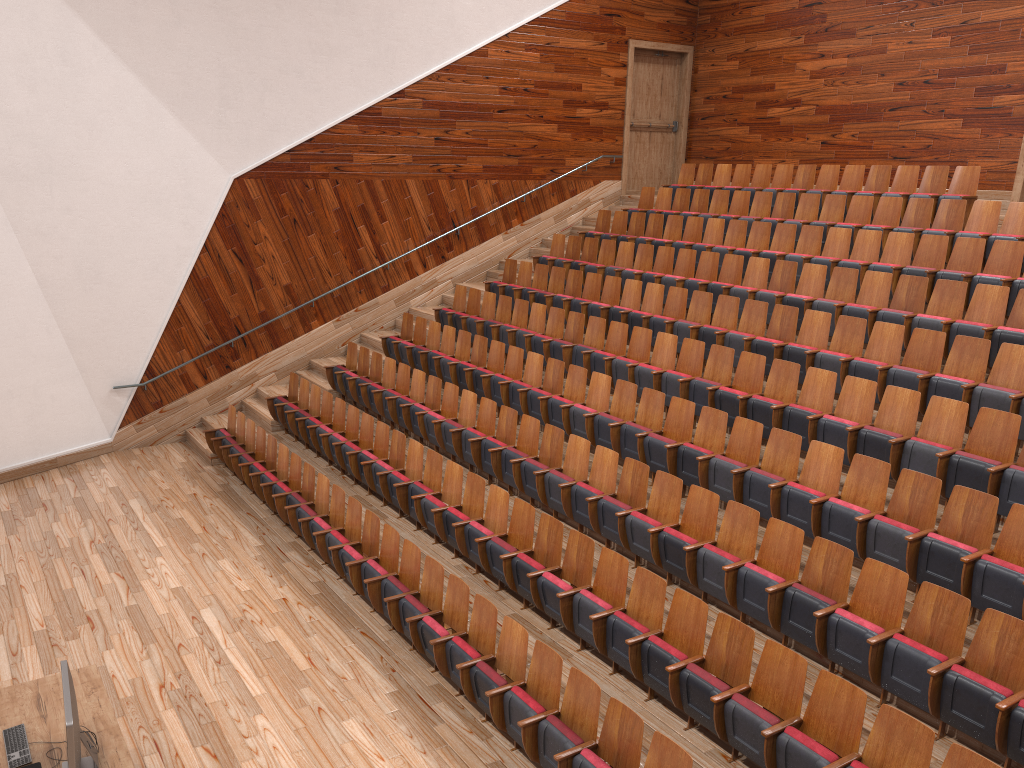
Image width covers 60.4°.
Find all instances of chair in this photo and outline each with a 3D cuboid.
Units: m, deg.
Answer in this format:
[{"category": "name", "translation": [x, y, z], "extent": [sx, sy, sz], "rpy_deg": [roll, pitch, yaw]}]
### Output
[{"category": "chair", "translation": [0.258, 0.002, 0.783], "extent": [0.762, 0.388, 1.151], "rpy_deg": [-9, 17, -32]}]

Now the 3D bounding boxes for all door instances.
[{"category": "door", "translation": [0.240, -0.448, 1.502], "extent": [0.138, 0.249, 0.023], "rpy_deg": [-10, 23, -30]}]

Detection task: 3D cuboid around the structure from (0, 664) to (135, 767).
[{"category": "structure", "translation": [-0.251, 0.230, 0.481], "extent": [0.077, 0.074, 0.152], "rpy_deg": [-10, 18, -32]}]

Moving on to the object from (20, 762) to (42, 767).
[{"category": "object", "translation": [-0.248, 0.201, 0.447], "extent": [0.018, 0.001, 0.022], "rpy_deg": [-8, 17, -32]}]

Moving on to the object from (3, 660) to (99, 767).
[{"category": "object", "translation": [-0.239, 0.174, 0.451], "extent": [0.040, 0.050, 0.087], "rpy_deg": [-10, 19, -32]}]

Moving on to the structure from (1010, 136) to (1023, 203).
[{"category": "structure", "translation": [0.643, -0.343, 0.907], "extent": [0.142, 0.342, 0.113], "rpy_deg": [-11, 23, -31]}]
